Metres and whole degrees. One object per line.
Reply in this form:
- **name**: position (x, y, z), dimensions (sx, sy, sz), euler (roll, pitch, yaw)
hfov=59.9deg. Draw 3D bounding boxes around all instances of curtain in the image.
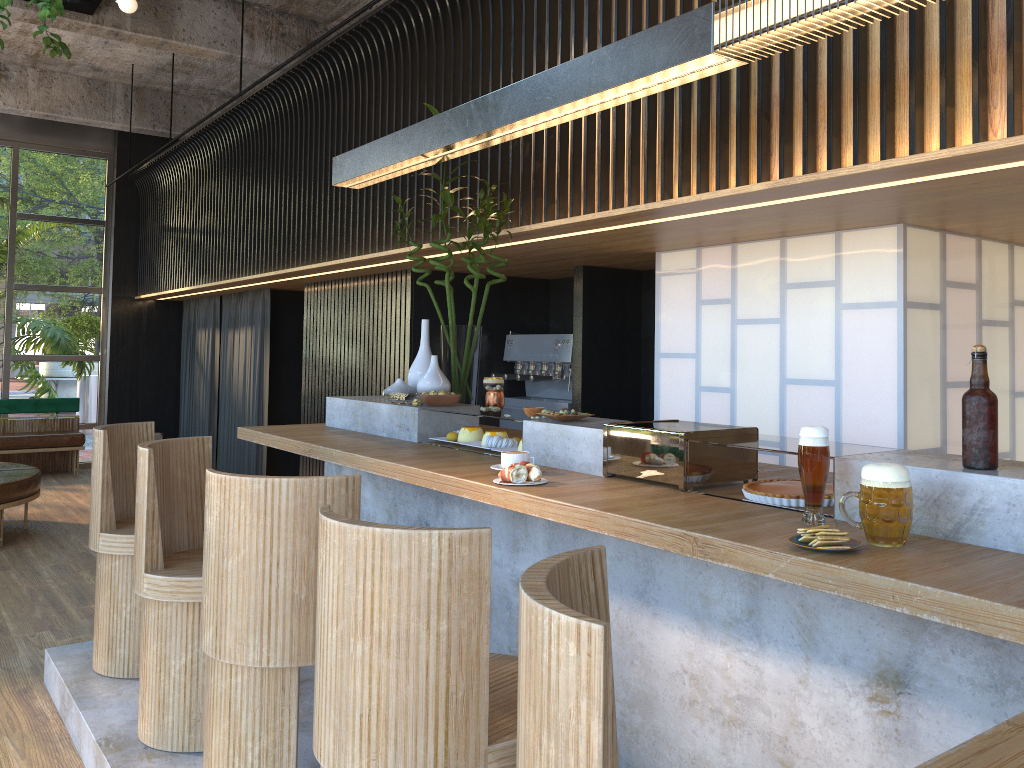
- **curtain**: position (-3.202, 0.020, 9.676), dimensions (0.127, 2.062, 3.122), euler (3, -1, -36)

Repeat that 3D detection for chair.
- **chair**: position (-1.467, 0.662, 3.735), dimensions (0.568, 0.971, 0.525), euler (1, -2, -26)
- **chair**: position (0.277, 0.773, 1.289), dimensions (0.539, 0.971, 0.555), euler (1, -1, 11)
- **chair**: position (-1.019, 0.691, 3.105), dimensions (0.526, 0.971, 0.568), euler (0, -2, 29)
- **chair**: position (-0.588, 0.717, 2.532), dimensions (0.559, 0.971, 0.534), euler (1, -1, -13)
- **chair**: position (-0.139, 0.746, 1.896), dimensions (0.536, 0.971, 0.557), euler (0, -1, 14)

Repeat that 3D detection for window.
- **window**: position (-1.054, -1.871, 1.630), dimensions (4.338, 6.504, 19.413), euler (2, 1, -35)

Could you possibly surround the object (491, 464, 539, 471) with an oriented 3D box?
- **object**: position (0.010, 0.282, 2.923), dimensions (0.168, 0.020, 0.153), euler (-1, 3, -39)

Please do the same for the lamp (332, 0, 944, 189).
- **lamp**: position (1.975, -2.019, 3.024), dimensions (5.204, 2.135, 6.436), euler (-1, 2, -42)

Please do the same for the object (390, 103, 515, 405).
- **object**: position (-0.258, -0.537, 4.280), dimensions (0.673, 1.552, 0.584), euler (1, -2, 2)

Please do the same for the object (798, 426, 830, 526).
- **object**: position (0.714, 0.214, 2.102), dimensions (0.075, 0.232, 0.074), euler (1, -2, -3)

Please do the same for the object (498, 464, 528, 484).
- **object**: position (0.001, 0.269, 2.678), dimensions (0.071, 0.059, 0.063), euler (1, 0, 44)

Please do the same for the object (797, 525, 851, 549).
- **object**: position (0.651, 0.318, 1.846), dimensions (0.097, 0.041, 0.141), euler (1, 2, -2)

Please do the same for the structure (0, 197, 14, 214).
- **structure**: position (-5.172, -0.511, 6.521), dimensions (2.552, 3.442, 2.536), euler (0, -1, 39)

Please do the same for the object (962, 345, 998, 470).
- **object**: position (1.048, 0.050, 1.989), dimensions (0.075, 0.277, 0.074), euler (1, -2, 0)

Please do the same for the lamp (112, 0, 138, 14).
- **lamp**: position (-0.080, -2.175, 2.656), dimensions (5.330, 1.825, 18.028), euler (0, 2, -36)

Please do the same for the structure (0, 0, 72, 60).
- **structure**: position (-3.786, -2.898, 5.894), dimensions (2.203, 1.519, 1.391), euler (1, 0, -8)

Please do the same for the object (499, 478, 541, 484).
- **object**: position (0.027, 0.295, 2.705), dimensions (0.122, 0.005, 0.120), euler (1, 2, 3)

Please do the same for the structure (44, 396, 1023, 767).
- **structure**: position (2.339, 0.500, 3.039), dimensions (6.116, 1.732, 6.799), euler (-1, 2, -36)

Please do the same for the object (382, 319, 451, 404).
- **object**: position (-0.415, -0.107, 4.172), dimensions (0.314, 0.398, 0.322), euler (1, -1, 13)

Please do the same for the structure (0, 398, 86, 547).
- **structure**: position (-0.165, 0.593, 2.227), dimensions (6.319, 1.550, 19.183), euler (-1, 2, -36)

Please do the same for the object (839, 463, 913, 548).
- **object**: position (0.784, 0.253, 1.892), dimensions (0.116, 0.172, 0.131), euler (2, -1, -42)

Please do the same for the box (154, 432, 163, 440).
- **box**: position (-4.179, 0.795, 10.323), dimensions (0.267, 0.443, 0.346), euler (0, -1, 43)

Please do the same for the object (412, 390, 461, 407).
- **object**: position (-0.339, 0.062, 3.935), dimensions (0.200, 0.073, 0.219), euler (0, 2, -16)

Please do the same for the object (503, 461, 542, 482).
- **object**: position (0.037, 0.267, 2.722), dimensions (0.127, 0.060, 0.072), euler (1, 0, 22)

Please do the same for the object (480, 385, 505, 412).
- **object**: position (-0.083, 0.058, 3.686), dimensions (0.089, 0.107, 0.156), euler (1, 1, 11)

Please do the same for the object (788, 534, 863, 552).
- **object**: position (0.650, 0.333, 1.843), dimensions (0.145, 0.013, 0.155), euler (2, 2, 25)

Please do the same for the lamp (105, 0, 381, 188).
- **lamp**: position (-3.301, -2.473, 5.375), dimensions (3.964, 1.533, 9.580), euler (-1, 2, -38)

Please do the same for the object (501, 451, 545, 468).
- **object**: position (0.029, 0.253, 2.937), dimensions (0.107, 0.064, 0.138), euler (1, 1, 34)

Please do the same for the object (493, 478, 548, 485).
- **object**: position (0.026, 0.297, 2.709), dimensions (0.173, 0.005, 0.161), euler (0, 2, -24)

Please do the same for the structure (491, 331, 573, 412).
- **structure**: position (0.247, 0.415, 6.366), dimensions (0.574, 1.597, 0.800), euler (2, -2, -36)

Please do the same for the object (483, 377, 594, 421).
- **object**: position (0.029, 0.053, 3.466), dimensions (0.220, 0.135, 0.769), euler (0, 2, -29)
